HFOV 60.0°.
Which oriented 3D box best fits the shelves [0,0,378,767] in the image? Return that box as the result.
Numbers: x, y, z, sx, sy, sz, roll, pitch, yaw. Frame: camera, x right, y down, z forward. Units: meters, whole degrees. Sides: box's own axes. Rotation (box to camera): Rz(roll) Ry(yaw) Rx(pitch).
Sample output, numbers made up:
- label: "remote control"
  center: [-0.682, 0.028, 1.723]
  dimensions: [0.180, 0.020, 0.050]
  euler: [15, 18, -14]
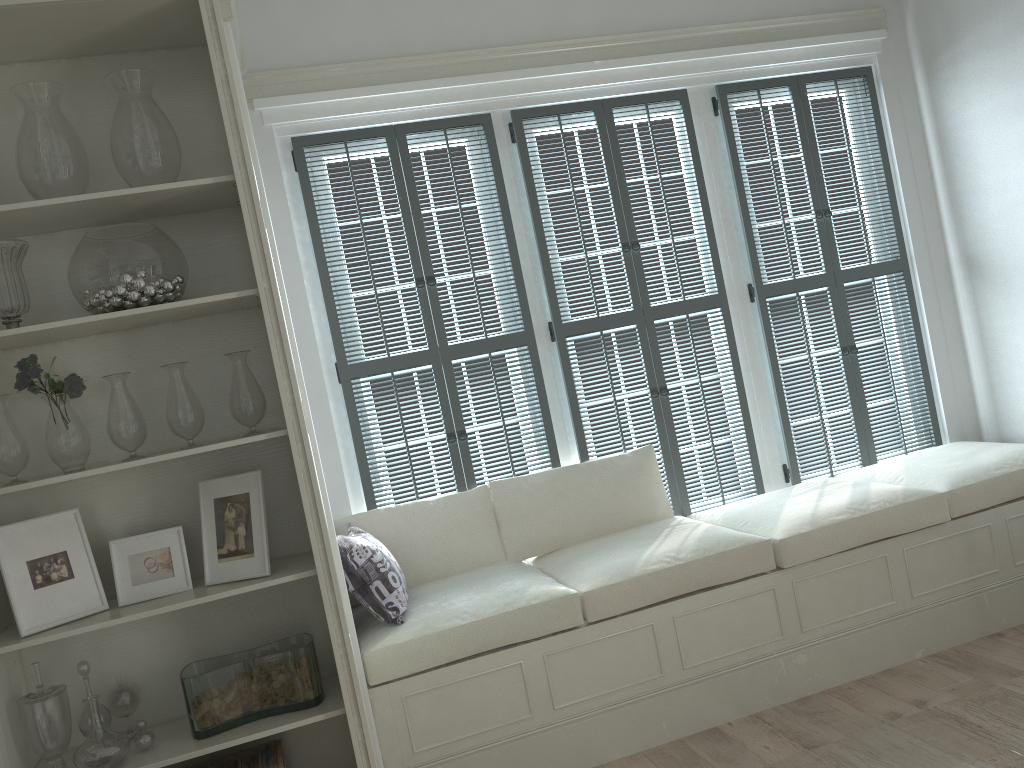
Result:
- label: "shelves"
  center: [-1.094, 0.165, 2.552]
  dimensions: [0.972, 2.523, 0.399]
  euler: [-12, 1, -15]

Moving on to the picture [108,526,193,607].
- label: "picture"
  center: [-1.065, 0.532, 2.621]
  dimensions: [0.206, 0.192, 0.124]
  euler: [-12, 1, -20]

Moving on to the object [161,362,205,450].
- label: "object"
  center: [-0.972, 0.065, 2.623]
  dimensions: [0.110, 0.251, 0.110]
  euler: [-13, 2, -43]

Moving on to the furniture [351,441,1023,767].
- label: "furniture"
  center: [0.927, 0.772, 3.707]
  dimensions: [3.150, 0.459, 0.837]
  euler: [-12, 1, -15]

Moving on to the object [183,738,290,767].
- label: "object"
  center: [-0.871, 1.241, 2.541]
  dimensions: [0.475, 0.297, 0.290]
  euler: [-12, 1, -15]

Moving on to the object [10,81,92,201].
- label: "object"
  center: [-1.327, -0.668, 2.555]
  dimensions: [0.193, 0.362, 0.193]
  euler: [-12, 2, -32]

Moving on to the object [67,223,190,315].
- label: "object"
  center: [-1.112, -0.322, 2.581]
  dimensions: [0.329, 0.249, 0.329]
  euler: [-13, 2, -40]

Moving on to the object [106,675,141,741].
- label: "object"
  center: [-1.160, 0.966, 2.657]
  dimensions: [0.094, 0.188, 0.094]
  euler: [-11, 2, 27]

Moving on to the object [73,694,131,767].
- label: "object"
  center: [-1.138, 0.961, 2.440]
  dimensions: [0.148, 0.200, 0.148]
  euler: [-10, 2, 42]

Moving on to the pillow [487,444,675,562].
- label: "pillow"
  center: [0.304, 0.519, 3.862]
  dimensions: [0.787, 0.360, 0.193]
  euler: [-12, 1, -15]

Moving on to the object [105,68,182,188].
- label: "object"
  center: [-1.079, -0.719, 2.598]
  dimensions: [0.193, 0.362, 0.193]
  euler: [-12, 2, -32]

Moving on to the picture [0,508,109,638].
- label: "picture"
  center: [-1.302, 0.523, 2.491]
  dimensions: [0.127, 0.300, 0.231]
  euler: [-10, 2, 45]

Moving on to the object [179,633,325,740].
- label: "object"
  center: [-0.767, 0.891, 2.634]
  dimensions: [0.387, 0.180, 0.171]
  euler: [-12, 1, -15]

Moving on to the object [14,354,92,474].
- label: "object"
  center: [-1.299, 0.079, 2.543]
  dimensions: [0.206, 0.355, 0.166]
  euler: [-11, 2, 24]

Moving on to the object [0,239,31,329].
- label: "object"
  center: [-1.419, -0.261, 2.484]
  dimensions: [0.168, 0.256, 0.168]
  euler: [-10, 2, 33]

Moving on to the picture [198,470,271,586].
- label: "picture"
  center: [-0.816, 0.422, 2.625]
  dimensions: [0.202, 0.300, 0.124]
  euler: [-11, 1, 10]

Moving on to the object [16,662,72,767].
- label: "object"
  center: [-1.297, 0.932, 2.473]
  dimensions: [0.129, 0.315, 0.129]
  euler: [-12, 1, -10]

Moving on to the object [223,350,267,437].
- label: "object"
  center: [-0.802, 0.029, 2.669]
  dimensions: [0.110, 0.251, 0.110]
  euler: [-13, 2, -43]

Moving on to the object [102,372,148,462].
- label: "object"
  center: [-1.125, 0.097, 2.581]
  dimensions: [0.110, 0.251, 0.110]
  euler: [-13, 2, -43]

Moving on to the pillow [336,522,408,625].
- label: "pillow"
  center: [-0.517, 0.705, 3.327]
  dimensions: [0.229, 0.398, 0.550]
  euler: [-11, 1, -3]

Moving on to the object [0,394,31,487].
- label: "object"
  center: [-1.426, 0.159, 2.499]
  dimensions: [0.110, 0.251, 0.110]
  euler: [-13, 2, -43]

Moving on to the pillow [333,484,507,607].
- label: "pillow"
  center: [-0.389, 0.666, 3.677]
  dimensions: [0.695, 0.360, 0.187]
  euler: [-12, 1, -15]

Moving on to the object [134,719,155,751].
- label: "object"
  center: [-1.047, 0.996, 2.520]
  dimensions: [0.056, 0.090, 0.056]
  euler: [-11, 1, 16]

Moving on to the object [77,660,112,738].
- label: "object"
  center: [-1.224, 0.938, 2.584]
  dimensions: [0.088, 0.271, 0.088]
  euler: [-12, 1, -10]

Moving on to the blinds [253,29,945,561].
- label: "blinds"
  center: [0.604, -0.361, 4.095]
  dimensions: [3.076, 2.238, 0.141]
  euler: [-12, 1, -15]
